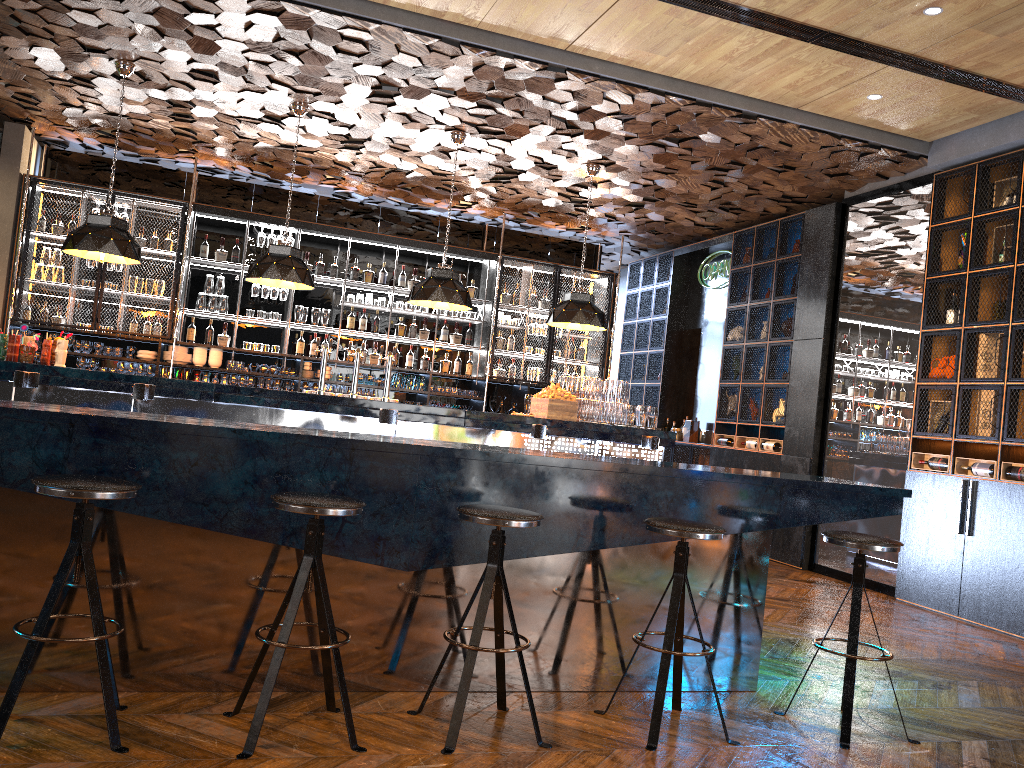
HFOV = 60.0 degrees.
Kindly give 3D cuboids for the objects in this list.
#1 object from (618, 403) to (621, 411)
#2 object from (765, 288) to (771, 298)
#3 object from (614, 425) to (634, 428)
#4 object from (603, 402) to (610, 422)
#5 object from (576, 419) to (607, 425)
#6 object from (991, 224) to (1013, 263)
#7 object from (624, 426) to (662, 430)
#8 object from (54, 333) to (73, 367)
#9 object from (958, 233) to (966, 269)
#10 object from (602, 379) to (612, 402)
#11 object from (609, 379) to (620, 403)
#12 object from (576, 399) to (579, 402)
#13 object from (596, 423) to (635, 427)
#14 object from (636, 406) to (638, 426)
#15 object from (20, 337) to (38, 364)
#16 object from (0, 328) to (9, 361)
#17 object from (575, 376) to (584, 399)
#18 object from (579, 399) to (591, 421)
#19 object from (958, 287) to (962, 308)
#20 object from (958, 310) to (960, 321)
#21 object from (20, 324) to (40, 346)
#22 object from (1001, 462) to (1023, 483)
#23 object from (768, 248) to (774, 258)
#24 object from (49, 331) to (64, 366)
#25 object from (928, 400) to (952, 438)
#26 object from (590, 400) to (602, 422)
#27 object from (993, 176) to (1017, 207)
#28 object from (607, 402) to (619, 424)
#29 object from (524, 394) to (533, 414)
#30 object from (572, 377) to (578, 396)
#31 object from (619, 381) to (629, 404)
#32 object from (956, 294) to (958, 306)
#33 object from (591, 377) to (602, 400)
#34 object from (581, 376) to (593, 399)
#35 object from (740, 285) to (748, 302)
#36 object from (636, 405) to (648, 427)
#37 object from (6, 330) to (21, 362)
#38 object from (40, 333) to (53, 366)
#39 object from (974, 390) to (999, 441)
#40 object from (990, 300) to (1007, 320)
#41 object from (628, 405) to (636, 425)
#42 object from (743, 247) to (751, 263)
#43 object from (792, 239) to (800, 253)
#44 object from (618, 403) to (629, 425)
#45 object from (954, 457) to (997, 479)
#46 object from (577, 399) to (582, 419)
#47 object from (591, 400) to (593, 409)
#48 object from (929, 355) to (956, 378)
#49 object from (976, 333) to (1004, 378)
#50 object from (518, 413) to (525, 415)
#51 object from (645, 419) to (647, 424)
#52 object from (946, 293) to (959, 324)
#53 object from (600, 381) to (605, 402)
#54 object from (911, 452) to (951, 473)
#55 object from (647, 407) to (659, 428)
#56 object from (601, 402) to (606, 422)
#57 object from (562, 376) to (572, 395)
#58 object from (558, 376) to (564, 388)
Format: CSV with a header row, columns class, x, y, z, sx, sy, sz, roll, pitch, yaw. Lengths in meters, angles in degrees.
class,x,y,z,sx,sy,sz,roll,pitch,yaw
object,1.003,0.285,8.277,0.105,0.209,0.105,6,-2,6
object,2.828,-0.944,9.564,0.210,0.168,0.105,7,-2,-19
object,1.034,0.404,8.791,0.273,0.019,0.437,7,-2,-19
object,0.903,0.273,8.235,0.105,0.209,0.105,6,-2,6
object,0.668,0.343,8.169,0.273,0.019,0.437,7,-2,-19
object,3.802,-1.029,6.762,0.119,0.352,0.222,7,-2,-19
object,1.191,0.406,8.372,0.273,0.019,0.437,7,-2,-19
object,-3.391,-0.260,6.691,0.081,0.264,0.099,6,-2,2
object,3.724,-1.041,7.144,0.224,0.390,0.222,7,-3,-35
object,0.904,0.065,8.300,0.105,0.209,0.105,6,-2,6
object,0.950,0.066,8.192,0.105,0.209,0.105,6,-2,6
object,0.601,0.241,8.247,0.105,0.209,0.105,6,-2,6
object,0.931,0.374,8.269,0.273,0.019,0.437,7,-2,-19
object,1.236,0.320,8.517,0.105,0.209,0.105,6,-2,6
object,-3.603,-0.249,6.605,0.110,0.191,0.131,6,-2,-7
object,-3.772,-0.292,6.549,0.086,0.237,0.084,6,-2,0
object,0.641,0.033,8.200,0.105,0.209,0.105,6,-2,6
object,0.666,0.240,8.022,0.105,0.209,0.105,6,-2,6
object,3.752,-0.603,7.270,0.116,0.392,0.144,7,-2,-14
object,3.615,-0.580,7.075,0.088,0.306,0.088,6,-2,-10
object,-3.709,-0.307,6.810,0.116,0.298,0.105,6,-2,12
object,3.685,0.638,6.262,0.126,0.132,0.396,7,-2,-30
object,2.875,-1.454,9.565,0.152,0.332,0.289,7,-2,-27
object,-3.482,-0.273,6.795,0.080,0.277,0.091,6,-2,13
object,3.561,0.292,7.131,0.152,0.297,0.361,7,-2,-28
object,0.766,0.252,8.070,0.105,0.209,0.105,6,-2,6
object,3.896,-1.429,6.787,0.152,0.297,0.361,7,-2,-21
object,0.929,0.271,8.122,0.105,0.209,0.105,6,-2,6
object,0.165,0.209,8.595,0.105,0.209,0.105,6,-2,6
object,0.615,0.043,8.546,0.105,0.209,0.105,6,-2,6
object,1.034,0.076,8.226,0.105,0.209,0.105,6,-2,6
object,3.621,-0.579,7.253,0.086,0.313,0.086,5,-2,20
object,0.771,0.045,8.127,0.105,0.209,0.105,6,-2,6
object,0.687,0.034,8.093,0.105,0.209,0.105,6,-2,6
object,2.656,-0.988,9.963,0.126,0.249,0.253,7,-2,-19
object,1.207,0.307,8.258,0.105,0.209,0.105,8,-3,-44
object,-3.767,-0.290,6.703,0.078,0.246,0.084,7,-2,-20
object,-3.601,-0.271,6.875,0.080,0.254,0.091,7,-2,-17
object,3.690,0.241,6.736,0.139,0.396,0.281,7,-2,-21
object,3.747,-0.528,6.724,0.182,0.187,0.187,5,-2,16
object,1.130,0.307,8.474,0.105,0.209,0.105,6,-2,6
object,2.724,-1.415,9.957,0.253,0.249,0.126,4,-3,41
object,2.998,-1.399,9.155,0.138,0.222,0.278,7,-2,-18
object,1.029,0.283,8.170,0.105,0.209,0.105,6,-2,6
object,3.517,0.633,6.647,0.122,0.132,0.396,7,-2,-14
object,0.640,0.241,8.135,0.105,0.209,0.105,6,-2,6
object,0.740,0.253,8.177,0.105,0.209,0.105,6,-2,6
object,3.461,-0.119,7.106,0.138,0.222,0.278,7,-2,-19
object,3.741,-0.187,6.785,0.162,0.396,0.304,8,-3,-44
object,0.226,0.308,8.493,0.273,0.019,0.437,7,-2,-19
object,1.228,0.314,8.380,0.105,0.209,0.105,6,-2,6
object,3.567,-0.582,7.174,0.088,0.306,0.088,6,-2,-10
object,0.877,0.075,8.645,0.105,0.209,0.105,6,-2,6
object,3.375,0.626,7.055,0.122,0.132,0.396,7,-2,-16
object,1.313,0.319,8.282,0.105,0.209,0.105,8,-3,-44
object,0.864,0.272,8.347,0.105,0.209,0.105,6,-2,6
object,0.530,0.033,8.512,0.105,0.209,0.105,6,-2,6
object,0.484,0.032,8.620,0.105,0.209,0.105,6,-2,6
